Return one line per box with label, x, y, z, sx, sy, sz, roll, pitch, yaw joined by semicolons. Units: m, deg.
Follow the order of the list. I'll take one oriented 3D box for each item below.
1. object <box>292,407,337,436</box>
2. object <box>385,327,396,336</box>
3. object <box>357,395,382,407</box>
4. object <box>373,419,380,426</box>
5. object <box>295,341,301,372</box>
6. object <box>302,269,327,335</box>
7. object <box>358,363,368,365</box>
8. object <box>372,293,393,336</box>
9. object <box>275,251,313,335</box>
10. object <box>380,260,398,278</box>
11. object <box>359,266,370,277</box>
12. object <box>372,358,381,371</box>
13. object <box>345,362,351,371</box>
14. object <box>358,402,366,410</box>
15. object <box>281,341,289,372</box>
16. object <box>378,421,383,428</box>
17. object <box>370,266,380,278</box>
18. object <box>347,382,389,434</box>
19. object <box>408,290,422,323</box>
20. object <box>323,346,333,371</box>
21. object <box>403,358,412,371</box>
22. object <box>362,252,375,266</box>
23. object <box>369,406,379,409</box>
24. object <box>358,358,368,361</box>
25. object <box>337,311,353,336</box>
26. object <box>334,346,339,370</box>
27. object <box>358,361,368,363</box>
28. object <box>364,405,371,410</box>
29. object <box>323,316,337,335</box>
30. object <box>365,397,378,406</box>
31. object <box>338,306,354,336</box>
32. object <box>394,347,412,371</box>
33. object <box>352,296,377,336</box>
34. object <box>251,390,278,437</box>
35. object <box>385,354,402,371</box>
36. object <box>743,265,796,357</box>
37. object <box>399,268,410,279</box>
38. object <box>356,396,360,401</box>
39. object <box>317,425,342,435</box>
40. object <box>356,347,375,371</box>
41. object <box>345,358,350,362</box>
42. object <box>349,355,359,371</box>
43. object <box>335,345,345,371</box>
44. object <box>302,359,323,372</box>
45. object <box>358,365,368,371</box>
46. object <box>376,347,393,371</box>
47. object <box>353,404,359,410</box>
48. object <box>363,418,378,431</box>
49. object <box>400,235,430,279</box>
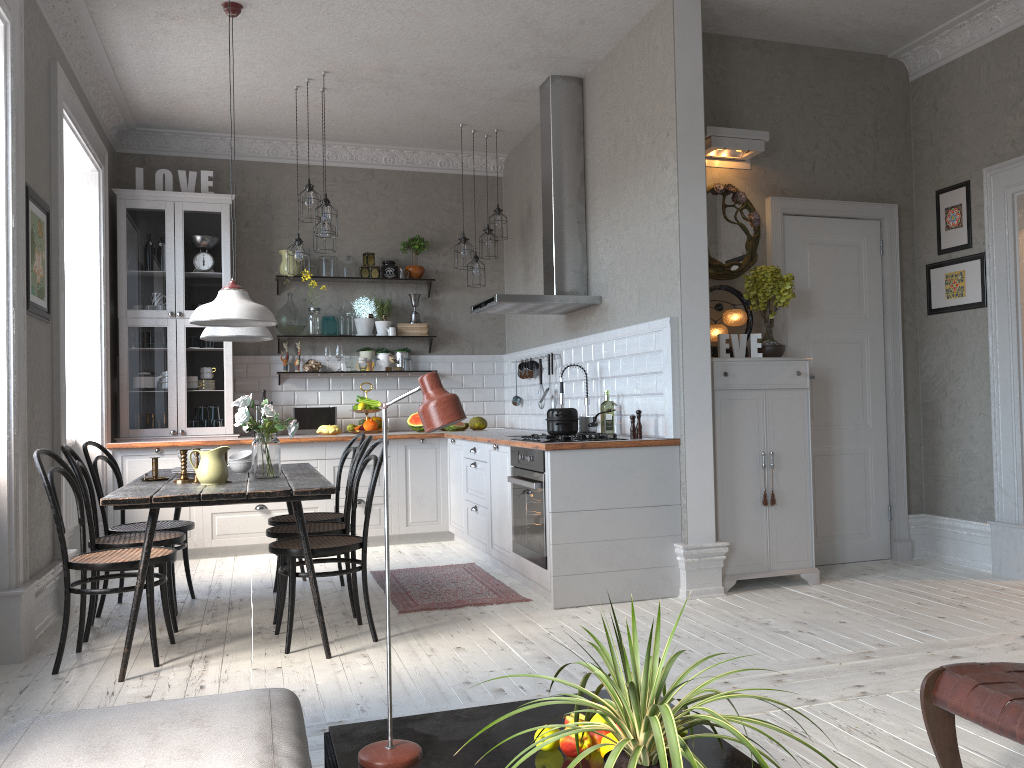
object;-1.608;0.302;7.218;0.356;0.226;0.087;-1;-1;-18
object;-1.017;-0.443;7.514;0.105;0.071;0.063;-2;-1;12
object;-1.181;0.141;7.300;0.213;0.101;0.066;-1;-1;-12
object;-1.134;0.323;7.286;0.088;0.078;0.088;-2;-1;9
object;-1.770;-0.226;7.343;0.052;0.264;0.062;-2;-1;19
object;-1.640;-0.670;7.285;0.195;0.540;0.276;-1;-2;-25
object;-1.247;-0.150;7.421;0.078;0.051;0.076;-1;-2;-25
object;-1.102;-0.593;7.556;0.166;0.380;0.188;-2;-2;33
object;-1.822;-0.734;7.273;0.331;0.674;0.341;-2;-2;41
object;-1.061;-0.973;7.626;0.144;0.174;0.140;-1;-1;-17
object;-1.249;-0.941;7.515;0.084;0.113;0.082;-1;-1;-17
object;-1.152;-0.162;7.510;0.079;0.108;0.076;-1;-2;-24
object;-1.375;-0.144;7.502;0.078;0.083;0.078;-1;-1;0
object;-1.228;0.184;7.238;0.059;0.069;0.079;-1;-1;2
object;-1.876;-0.224;7.324;0.060;0.264;0.054;-3;-2;44
object;-1.082;0.303;7.371;0.061;0.120;0.126;-1;-1;7
object;-1.164;-0.943;7.539;0.083;0.113;0.082;-1;-1;-7
object;-1.200;0.198;7.319;0.359;0.425;0.345;0;-2;-32
object;-0.840;-0.659;7.671;0.133;0.287;0.128;0;-2;-32
object;-1.544;-0.209;7.433;0.083;0.217;0.080;0;-2;-31
object;-0.895;-0.166;7.569;0.079;0.108;0.076;-1;-2;-24
object;-1.216;-1.054;7.516;0.084;0.113;0.081;0;-2;-37
object;-1.148;0.208;7.315;0.077;0.062;0.098;0;-2;-44
object;-1.248;-0.193;7.422;0.079;0.051;0.076;0;-2;-32
object;-1.397;-0.503;7.417;0.124;0.206;0.125;-1;-1;5
object;-1.459;-0.210;7.457;0.083;0.217;0.080;0;-2;-31
object;-1.248;-0.168;7.422;0.077;0.051;0.077;-1;-1;1
object;-1.192;0.206;7.265;0.064;0.061;0.066;-1;-1;-18
object;-1.541;-0.482;7.461;0.127;0.172;0.125;-1;-1;-14
object;-1.172;0.153;7.373;0.180;0.096;0.088;-1;-1;2
object;-1.417;-0.527;7.567;0.132;0.264;0.130;-1;-1;-12
object;-0.945;-0.212;7.672;0.161;0.213;0.151;-1;-2;-20
object;-1.244;-0.578;7.563;0.245;0.354;0.234;-1;-1;0
object;-1.959;0.233;7.014;0.208;0.370;0.349;-1;-1;-17
object;-1.005;-0.181;7.551;0.098;0.147;0.121;-2;-2;40
object;1.519;-0.422;5.209;0.294;0.553;0.344;-2;-1;17
object;-0.925;-0.939;7.568;0.094;0.096;0.073;-1;-1;-17
object;-1.246;0.121;7.284;0.074;0.058;0.050;0;-2;-41
object;-1.456;0.366;7.056;0.199;0.083;0.187;-1;-2;-17
object;-1.249;-0.213;7.554;0.160;0.217;0.153;0;-2;-38
object;-1.376;-0.177;7.503;0.078;0.083;0.078;-1;-1;0
object;-1.326;-0.175;7.441;0.080;0.139;0.077;0;-2;-45
object;-1.432;-0.213;7.373;0.083;0.217;0.080;0;-2;-31
object;-1.662;-0.153;7.350;0.180;0.111;0.094;0;-2;-40
object;-1.247;-0.133;7.421;0.078;0.051;0.076;-1;-2;-25
object;-1.102;-0.211;7.612;0.172;0.214;0.148;-2;-1;12
object;-1.263;0.202;7.304;0.097;0.078;0.099;0;-2;-30
object;-1.151;0.333;7.201;0.109;0.110;0.115;-2;-2;40
object;-0.826;-1.089;7.659;0.260;0.397;0.242;-1;-1;7
